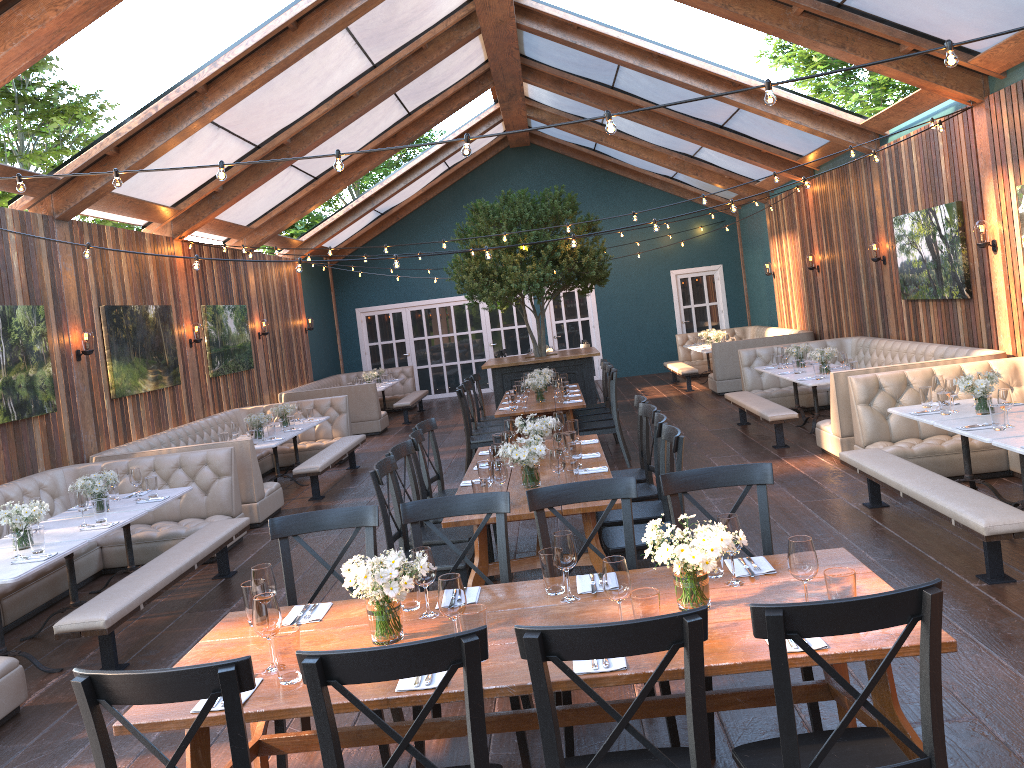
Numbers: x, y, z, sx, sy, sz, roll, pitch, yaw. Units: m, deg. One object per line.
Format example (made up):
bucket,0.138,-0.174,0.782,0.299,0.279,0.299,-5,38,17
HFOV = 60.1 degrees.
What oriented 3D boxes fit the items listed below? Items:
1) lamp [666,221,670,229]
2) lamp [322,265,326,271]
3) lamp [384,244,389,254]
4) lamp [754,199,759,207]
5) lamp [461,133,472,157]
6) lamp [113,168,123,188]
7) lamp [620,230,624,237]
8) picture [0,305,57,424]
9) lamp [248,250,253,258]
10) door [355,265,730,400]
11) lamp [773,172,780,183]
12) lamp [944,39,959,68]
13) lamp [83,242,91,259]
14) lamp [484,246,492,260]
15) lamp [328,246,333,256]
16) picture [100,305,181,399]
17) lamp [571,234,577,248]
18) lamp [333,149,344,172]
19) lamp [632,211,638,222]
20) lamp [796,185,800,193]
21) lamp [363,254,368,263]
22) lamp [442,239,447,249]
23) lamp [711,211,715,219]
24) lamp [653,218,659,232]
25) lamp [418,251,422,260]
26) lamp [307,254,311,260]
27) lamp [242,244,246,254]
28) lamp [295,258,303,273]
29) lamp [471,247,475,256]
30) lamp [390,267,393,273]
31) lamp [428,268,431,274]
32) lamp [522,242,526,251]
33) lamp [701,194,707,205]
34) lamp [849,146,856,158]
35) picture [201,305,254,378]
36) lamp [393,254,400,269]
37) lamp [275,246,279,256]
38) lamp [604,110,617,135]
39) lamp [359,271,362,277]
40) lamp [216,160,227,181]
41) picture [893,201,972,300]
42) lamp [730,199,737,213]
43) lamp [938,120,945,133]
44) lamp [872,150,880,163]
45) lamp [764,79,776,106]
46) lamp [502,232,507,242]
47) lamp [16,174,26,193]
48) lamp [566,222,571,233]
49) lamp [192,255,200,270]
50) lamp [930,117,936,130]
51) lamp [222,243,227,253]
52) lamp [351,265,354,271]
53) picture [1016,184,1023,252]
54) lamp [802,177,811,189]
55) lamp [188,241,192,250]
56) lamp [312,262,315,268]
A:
lamp,2.355,-2.400,13.362,0.056,0.117,0.068,-7,2,0
lamp,-3.597,-2.218,16.915,0.057,0.113,0.076,-8,3,-42
lamp,-1.521,-1.630,10.670,0.056,0.121,0.056,-6,2,12
lamp,3.788,-2.806,13.705,0.064,0.118,0.057,-6,2,12
lamp,-0.241,-1.243,4.608,0.057,0.119,0.056,-7,2,-3
lamp,-2.389,-1.247,5.362,0.057,0.114,0.074,-8,3,-41
lamp,1.635,-2.243,13.185,0.060,0.119,0.057,-6,2,26
picture,-4.341,-0.159,7.392,0.065,0.996,1.655,-7,4,3
lamp,-3.488,-1.736,11.797,0.065,0.118,0.056,-8,2,-39
door,0.690,-1.060,19.653,8.168,2.207,0.174,-7,1,3
lamp,2.728,-2.135,9.140,0.063,0.118,0.056,-7,2,-4
lamp,1.901,-1.432,3.834,0.056,0.121,0.056,-6,2,37
lamp,-3.135,-0.982,6.517,0.056,0.119,0.059,-6,2,34
lamp,-0.199,-1.088,7.336,0.056,0.120,0.056,-7,2,8
lamp,-2.244,-1.636,10.908,0.056,0.121,0.056,-6,2,15
picture,-4.231,-0.409,10.180,0.065,0.996,1.655,-7,4,3
lamp,0.523,-1.218,7.539,0.056,0.120,0.056,-6,2,22
lamp,-0.955,-1.226,4.854,0.056,0.121,0.056,-6,2,17
lamp,1.341,-1.836,9.683,0.067,0.117,0.056,-8,2,-34
lamp,4.493,-3.061,13.882,0.056,0.120,0.057,-6,2,32
lamp,-2.030,-1.741,12.238,0.056,0.120,0.056,-8,2,-31
lamp,-0.796,-1.651,10.430,0.056,0.121,0.056,-5,2,44
lamp,3.074,-2.589,13.552,0.056,0.121,0.056,-7,2,-15
lamp,1.252,-1.383,7.706,0.056,0.121,0.056,-7,2,-10
lamp,-1.298,-1.804,12.449,0.056,0.120,0.056,-7,2,-10
lamp,-2.757,-1.714,12.011,0.056,0.119,0.062,-5,3,45
lamp,-3.419,-1.720,11.282,0.056,0.121,0.056,-7,2,6
lamp,-1.675,-0.931,6.944,0.057,0.120,0.056,-8,2,-37
lamp,-0.562,-1.891,12.636,0.056,0.121,0.056,-7,2,-17
lamp,-2.396,-2.263,17.587,0.056,0.120,0.056,-6,2,18
lamp,-1.669,-2.281,17.815,0.056,0.120,0.056,-7,2,5
lamp,0.170,-1.994,12.836,0.056,0.121,0.056,-6,2,28
lamp,2.043,-1.962,9.400,0.056,0.121,0.056,-6,2,24
lamp,3.405,-2.325,8.848,0.056,0.120,0.056,-9,2,-45
picture,-4.123,-0.656,12.920,0.065,0.996,1.655,-7,4,3
lamp,-0.936,-0.990,7.147,0.056,0.121,0.056,-7,2,2
lamp,-2.964,-1.675,11.142,0.056,0.121,0.056,-6,2,27
lamp,0.483,-1.286,4.351,0.056,0.121,0.056,-8,2,-29
lamp,-2.874,-2.082,16.722,0.059,0.119,0.056,-7,2,-3
lamp,-1.674,-1.228,5.089,0.056,0.120,0.056,-7,2,-21
picture,4.609,-1.432,9.782,0.065,0.996,1.655,-7,4,3
lamp,1.971,-1.586,7.877,0.056,0.120,0.056,-6,2,31
lamp,4.049,-2.432,8.353,0.063,0.119,0.056,-7,2,-14
lamp,3.373,-2.111,8.198,0.060,0.119,0.056,-6,2,25
lamp,1.194,-1.352,4.104,0.056,0.119,0.059,-7,2,-18
lamp,-0.086,-1.693,10.175,0.056,0.121,0.056,-8,2,-22
lamp,-3.116,-1.271,5.601,0.056,0.114,0.075,-7,2,1
lamp,0.630,-1.752,9.923,0.056,0.121,0.056,-6,2,18
lamp,-2.405,-0.924,6.728,0.056,0.120,0.056,-7,2,0
lamp,4.072,-2.518,8.567,0.056,0.121,0.056,-6,2,24
lamp,-3.696,-1.745,11.367,0.056,0.120,0.056,-8,2,-31
lamp,-3.127,-2.280,17.360,0.056,0.121,0.056,-7,2,-13
picture,4.499,-1.181,6.994,0.065,0.996,1.655,-7,4,3
lamp,2.678,-1.829,8.042,0.071,0.116,0.057,-6,2,25
lamp,-4.219,-1.817,11.596,0.056,0.119,0.062,-5,2,38
lamp,-3.854,-2.313,17.124,0.056,0.120,0.056,-8,2,-27
